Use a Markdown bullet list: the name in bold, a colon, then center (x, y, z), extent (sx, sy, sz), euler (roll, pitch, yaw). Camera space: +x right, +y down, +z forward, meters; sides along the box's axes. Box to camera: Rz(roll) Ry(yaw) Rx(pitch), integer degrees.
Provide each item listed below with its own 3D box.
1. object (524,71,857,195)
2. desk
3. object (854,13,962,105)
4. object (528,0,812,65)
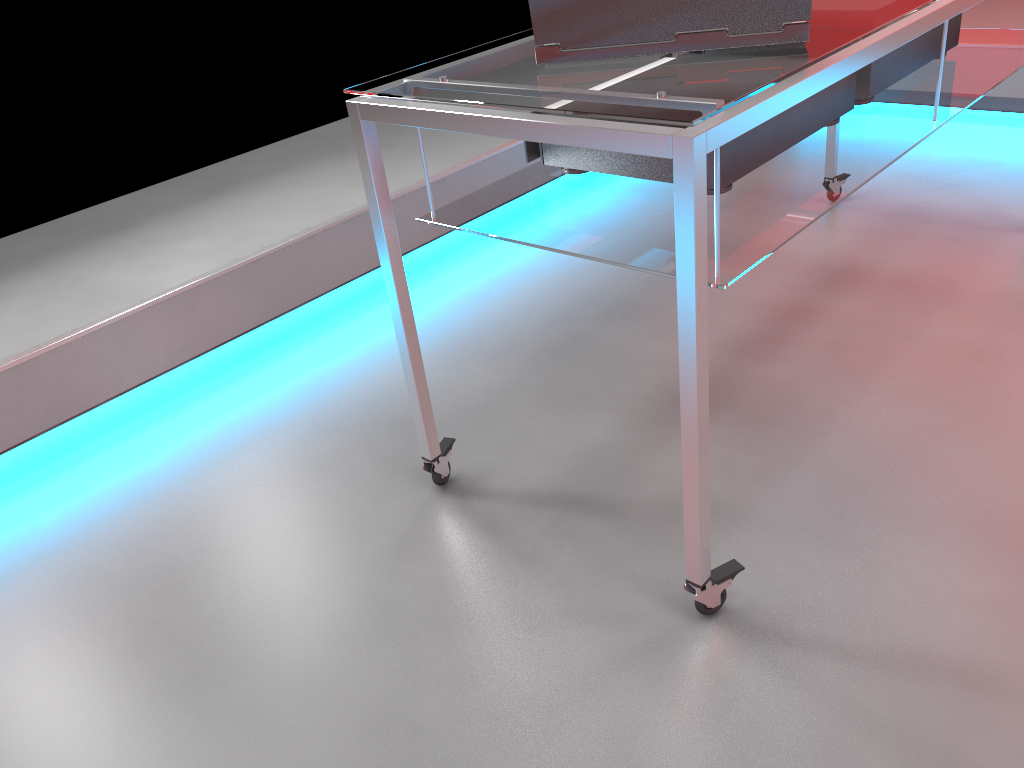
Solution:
- **object**: center (0.299, -0.444, 1.475), extent (0.365, 0.092, 0.435), euler (20, 40, 38)
- **desk**: center (0.546, -0.394, 1.690), extent (0.594, 0.690, 1.617), euler (20, 40, 38)
- **object**: center (0.619, -0.694, 1.755), extent (0.371, 0.158, 0.431), euler (20, 40, 38)
- **object**: center (0.200, -0.584, 1.130), extent (0.342, 0.285, 0.340), euler (0, 31, 14)
